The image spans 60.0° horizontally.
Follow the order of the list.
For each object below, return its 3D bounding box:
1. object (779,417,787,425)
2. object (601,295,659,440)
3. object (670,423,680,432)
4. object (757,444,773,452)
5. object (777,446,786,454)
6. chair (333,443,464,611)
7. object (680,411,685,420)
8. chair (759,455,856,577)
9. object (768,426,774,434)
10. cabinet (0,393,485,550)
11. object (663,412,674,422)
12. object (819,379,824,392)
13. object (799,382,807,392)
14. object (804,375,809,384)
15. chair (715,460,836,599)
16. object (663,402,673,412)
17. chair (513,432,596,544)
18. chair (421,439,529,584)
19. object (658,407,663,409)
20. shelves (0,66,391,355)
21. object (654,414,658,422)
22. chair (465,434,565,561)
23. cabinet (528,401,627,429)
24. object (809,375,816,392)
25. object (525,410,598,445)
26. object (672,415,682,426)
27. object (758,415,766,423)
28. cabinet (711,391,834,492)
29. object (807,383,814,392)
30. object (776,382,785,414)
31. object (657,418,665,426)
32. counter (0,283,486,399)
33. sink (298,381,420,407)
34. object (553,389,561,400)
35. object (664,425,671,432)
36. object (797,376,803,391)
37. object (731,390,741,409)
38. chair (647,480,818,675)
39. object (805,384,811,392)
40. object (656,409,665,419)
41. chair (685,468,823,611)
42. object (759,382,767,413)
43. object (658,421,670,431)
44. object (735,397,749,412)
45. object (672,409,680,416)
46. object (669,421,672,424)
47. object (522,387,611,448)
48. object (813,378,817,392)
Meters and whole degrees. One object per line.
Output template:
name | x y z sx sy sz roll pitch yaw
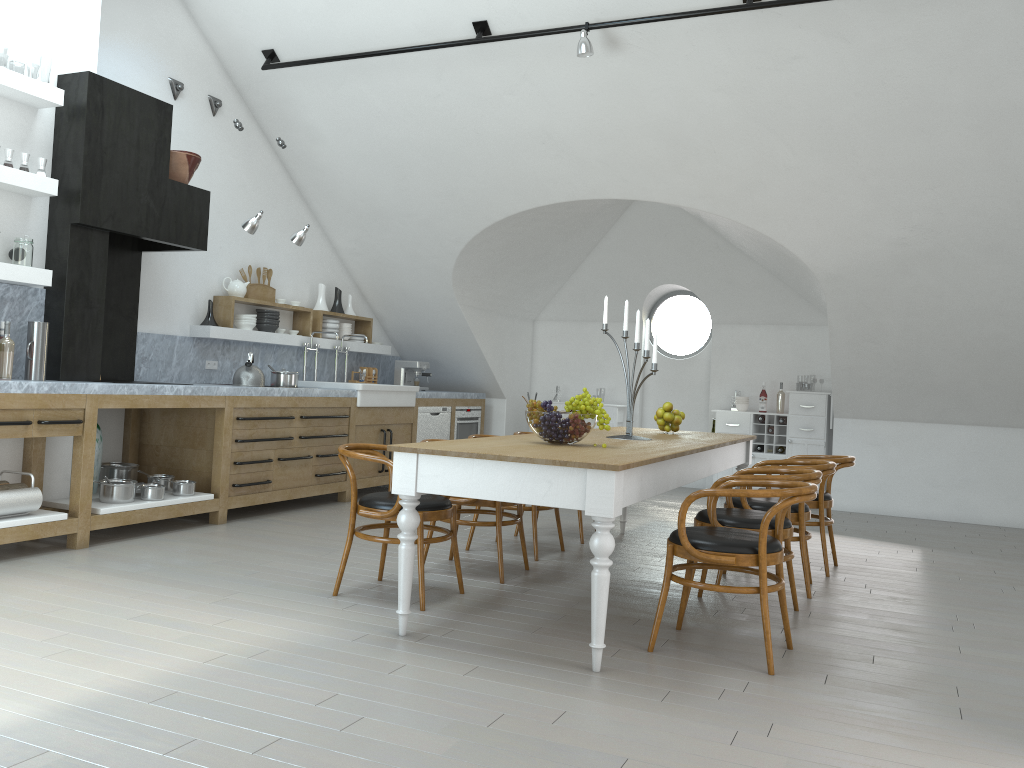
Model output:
object | 2.855 0.387 9.334 0.088 0.085 0.359 2 0 24
object | 0.695 -0.118 5.214 0.265 0.876 0.774 3 -1 -2
object | 1.101 0.293 5.987 0.063 0.063 0.064 2 -1 35
object | 2.682 0.680 9.408 0.156 0.085 0.331 3 0 25
object | 2.838 0.691 9.331 0.081 0.081 0.358 2 0 22
chair | -0.590 0.688 4.472 0.621 0.735 0.527 2 -1 24
object | 1.143 0.217 6.003 0.063 0.063 0.062 3 -1 -14
chair | 1.868 0.811 5.704 0.621 0.735 0.527 2 -1 27
object | 2.758 0.489 9.388 0.085 0.085 0.330 2 0 24
cabinet | -2.044 0.592 7.281 1.004 1.023 6.421 2 0 24
object | 1.045 0.220 5.913 0.071 0.064 0.072 3 -1 17
object | 3.225 0.018 9.237 0.046 0.143 0.046 2 -2 35
object | 3.019 0.029 9.208 0.081 0.105 0.081 3 -1 -28
object | 3.118 -0.003 9.397 0.054 0.179 0.054 2 -2 18
chair | 1.513 0.793 5.072 0.621 0.735 0.527 2 -1 19
object | 1.053 0.156 5.981 0.072 0.074 0.072 2 -1 24
chair | 0.299 0.734 6.456 0.621 0.735 0.527 2 -1 20
chair | -0.242 0.706 5.110 0.621 0.735 0.527 2 -1 21
object | 1.023 0.187 6.056 0.062 0.059 0.062 2 -1 25
shelves | -2.362 -1.050 7.032 0.480 1.362 5.544 2 0 18
object | 0.997 0.230 6.029 0.062 0.059 0.062 2 -1 28
chair | -0.003 0.718 5.799 0.621 0.735 0.527 2 -1 27
cabinet | 0.740 0.611 10.118 1.135 0.790 0.496 3 -1 24
object | 3.181 -0.003 9.389 0.063 0.187 0.063 3 -2 10
object | 0.239 0.216 4.333 0.360 0.160 0.360 3 0 4
object | 1.103 0.243 5.931 0.071 0.072 0.070 3 -1 -12
object | 2.669 0.374 9.426 0.093 0.094 0.359 2 0 24
cabinet | 2.764 0.644 9.431 1.243 1.155 0.609 2 -1 24
object | 3.136 0.039 9.330 0.071 0.099 0.071 2 -1 32
object | 2.848 0.148 9.388 0.085 0.331 0.085 3 -2 -17
object | 0.999 0.256 5.946 0.060 0.056 0.059 3 -1 19
counter | -1.993 -0.227 7.382 0.962 0.620 6.568 3 0 24
sink | -1.429 0.096 8.266 0.727 0.202 1.020 3 0 24
object | 0.528 0.123 10.404 0.097 0.137 0.029 2 -2 27
object | 1.044 0.297 5.945 0.050 0.050 0.051 2 -1 28
object | 3.017 -0.003 9.291 0.048 0.169 0.048 4 -2 -34
object | 2.474 0.170 9.776 0.115 0.209 0.065 2 -2 26
chair | 0.948 0.764 3.733 0.621 0.735 0.527 2 -1 27
object | 3.078 0.042 9.270 0.077 0.085 0.077 2 -1 32
object | 1.002 0.201 5.972 0.066 0.071 0.072 3 -1 -7
chair | 1.205 0.777 4.413 0.621 0.735 0.527 2 -1 24
object | 2.685 0.141 9.467 0.081 0.330 0.081 2 -2 20
object | 1.031 0.282 6.011 0.080 0.074 0.078 3 -1 -21
object | 2.472 0.216 9.529 0.157 0.160 0.154 4 -1 -38
object | 1.102 0.198 5.966 0.058 0.057 0.053 2 -1 38
object | 1.097 0.238 6.039 0.076 0.076 0.077 3 -1 -9
object | 0.259 0.154 4.311 0.393 0.284 0.292 3 -1 -12
object | 3.152 0.015 9.234 0.046 0.143 0.046 2 -2 35
